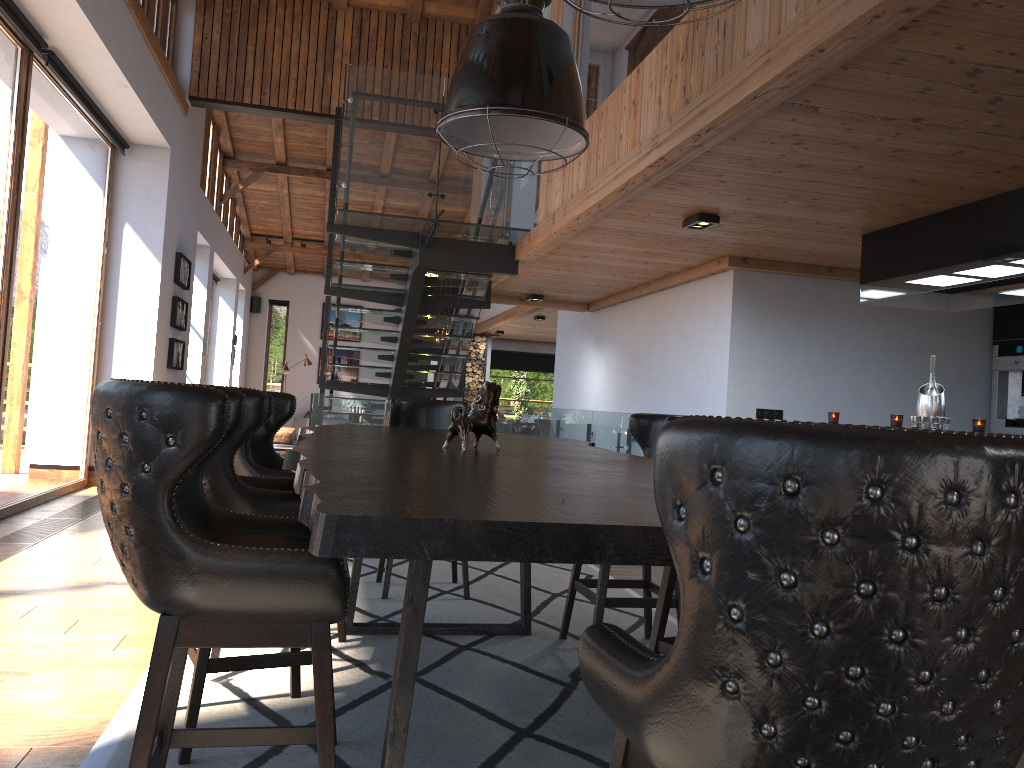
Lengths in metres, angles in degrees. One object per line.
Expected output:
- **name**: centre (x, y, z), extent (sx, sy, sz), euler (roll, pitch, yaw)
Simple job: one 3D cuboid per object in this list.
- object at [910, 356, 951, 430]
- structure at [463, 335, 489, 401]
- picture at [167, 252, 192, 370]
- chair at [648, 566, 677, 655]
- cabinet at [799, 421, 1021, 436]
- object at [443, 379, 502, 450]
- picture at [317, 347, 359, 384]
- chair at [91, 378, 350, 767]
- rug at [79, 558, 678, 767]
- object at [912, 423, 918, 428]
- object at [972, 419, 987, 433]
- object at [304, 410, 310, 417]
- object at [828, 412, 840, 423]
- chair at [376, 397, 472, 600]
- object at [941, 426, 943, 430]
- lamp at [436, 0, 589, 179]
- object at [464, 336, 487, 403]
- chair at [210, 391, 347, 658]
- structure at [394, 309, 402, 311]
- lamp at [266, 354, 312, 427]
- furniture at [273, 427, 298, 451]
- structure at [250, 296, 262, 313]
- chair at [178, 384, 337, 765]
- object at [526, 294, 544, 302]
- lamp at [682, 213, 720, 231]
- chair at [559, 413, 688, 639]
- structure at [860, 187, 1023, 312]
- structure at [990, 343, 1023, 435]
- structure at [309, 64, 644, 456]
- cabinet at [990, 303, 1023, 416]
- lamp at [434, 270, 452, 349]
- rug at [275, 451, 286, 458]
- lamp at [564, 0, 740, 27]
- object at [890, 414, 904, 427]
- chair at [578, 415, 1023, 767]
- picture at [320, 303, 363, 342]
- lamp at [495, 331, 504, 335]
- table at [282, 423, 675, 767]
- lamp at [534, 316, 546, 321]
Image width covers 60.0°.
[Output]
- **object**: centre (2.579, 0.053, 5.447), extent (0.227, 0.453, 0.224), euler (4, -2, -12)
- **structure**: centre (-0.899, 0.204, 20.197), extent (0.504, 2.618, 0.509), euler (4, -2, -12)
- **picture**: centre (-3.871, -0.825, 10.328), extent (0.059, 1.313, 0.770), euler (4, -2, -12)
- **chair**: centre (0.816, 0.669, 3.076), extent (0.574, 1.092, 0.499), euler (5, -2, -28)
- **cabinet**: centre (2.945, 0.828, 4.217), extent (0.893, 1.104, 4.775), euler (4, -1, -12)
- **object**: centre (-0.133, 0.105, 3.040), extent (0.114, 0.254, 0.223), euler (2, -3, 41)
- **picture**: centre (-3.873, -0.377, 19.787), extent (0.884, 0.816, 0.035), euler (4, -2, -13)
- **chair**: centre (-0.607, 0.550, 1.861), extent (0.571, 1.092, 0.501), euler (4, -2, -13)
- **rug**: centre (-0.110, 1.165, 3.399), extent (2.564, 0.047, 5.601), euler (4, -1, -12)
- **object**: centre (2.718, 0.259, 5.935), extent (0.078, 0.081, 0.080), euler (2, -2, 43)
- **object**: centre (2.834, 0.253, 5.376), extent (0.078, 0.081, 0.080), euler (2, -2, 43)
- **object**: centre (-4.352, 0.652, 19.377), extent (0.401, 0.183, 0.228), euler (3, -2, 31)
- **object**: centre (2.295, 0.241, 6.326), extent (0.078, 0.081, 0.080), euler (3, -2, 23)
- **chair**: centre (-0.498, 0.631, 5.029), extent (0.507, 1.092, 0.565), euler (4, -2, -13)
- **object**: centre (2.756, 0.257, 5.750), extent (0.078, 0.081, 0.080), euler (2, -2, 43)
- **lamp**: centre (0.145, -3.192, 3.686), extent (0.615, 4.687, 0.628), euler (2, -3, 33)
- **object**: centre (-0.908, 0.210, 20.204), extent (0.496, 2.613, 0.464), euler (4, -2, -13)
- **chair**: centre (-0.953, 0.578, 3.601), extent (0.569, 1.092, 0.503), euler (4, -2, -3)
- **structure**: centre (-2.559, -1.518, 20.037), extent (0.214, 0.349, 0.212), euler (4, -2, -12)
- **lamp**: centre (-4.676, 0.284, 18.417), extent (0.525, 1.900, 1.326), euler (3, -2, 9)
- **furniture**: centre (-4.189, 0.970, 15.276), extent (1.181, 0.437, 2.745), euler (4, -1, -12)
- **structure**: centre (-5.591, -1.727, 19.344), extent (0.214, 0.349, 0.212), euler (4, -2, -12)
- **chair**: centre (-0.850, 0.556, 2.788), extent (0.574, 1.092, 0.499), euler (5, -2, -28)
- **object**: centre (0.267, -1.010, 10.367), extent (0.156, 0.068, 0.260), euler (4, -1, -12)
- **lamp**: centre (1.225, -1.058, 5.748), extent (0.156, 0.068, 0.260), euler (4, -1, -12)
- **chair**: centre (0.573, 0.675, 4.003), extent (0.571, 1.092, 0.501), euler (4, -2, -13)
- **structure**: centre (3.020, -0.771, 4.463), extent (0.714, 0.476, 3.233), euler (4, -1, -12)
- **structure**: centre (4.243, 0.140, 7.363), extent (0.256, 0.946, 0.594), euler (4, -2, -12)
- **structure**: centre (-2.975, 0.704, 7.866), extent (9.256, 6.402, 10.967), euler (4, -2, -12)
- **cabinet**: centre (4.999, 0.327, 4.571), extent (0.546, 2.382, 6.396), euler (4, -2, -12)
- **lamp**: centre (-1.347, -1.810, 17.471), extent (0.263, 2.203, 0.796), euler (5, -2, -21)
- **rug**: centre (-2.894, 1.247, 15.363), extent (3.826, 0.053, 2.419), euler (4, -1, -12)
- **lamp**: centre (0.466, -3.208, 2.135), extent (0.615, 4.687, 0.628), euler (2, -3, 33)
- **object**: centre (2.465, 0.237, 5.680), extent (0.078, 0.081, 0.080), euler (2, -2, 43)
- **chair**: centre (0.369, 0.595, 1.118), extent (0.507, 1.092, 0.565), euler (4, -2, -13)
- **picture**: centre (-3.809, -1.369, 19.826), extent (0.884, 0.816, 0.035), euler (4, -2, -13)
- **lamp**: centre (-0.272, -1.135, 19.504), extent (0.156, 0.068, 0.260), euler (4, -1, -12)
- **table**: centre (-0.075, 0.704, 3.088), extent (1.436, 0.950, 3.776), euler (4, -1, -12)
- **lamp**: centre (0.493, -1.173, 15.805), extent (0.156, 0.068, 0.260), euler (4, -1, -12)
